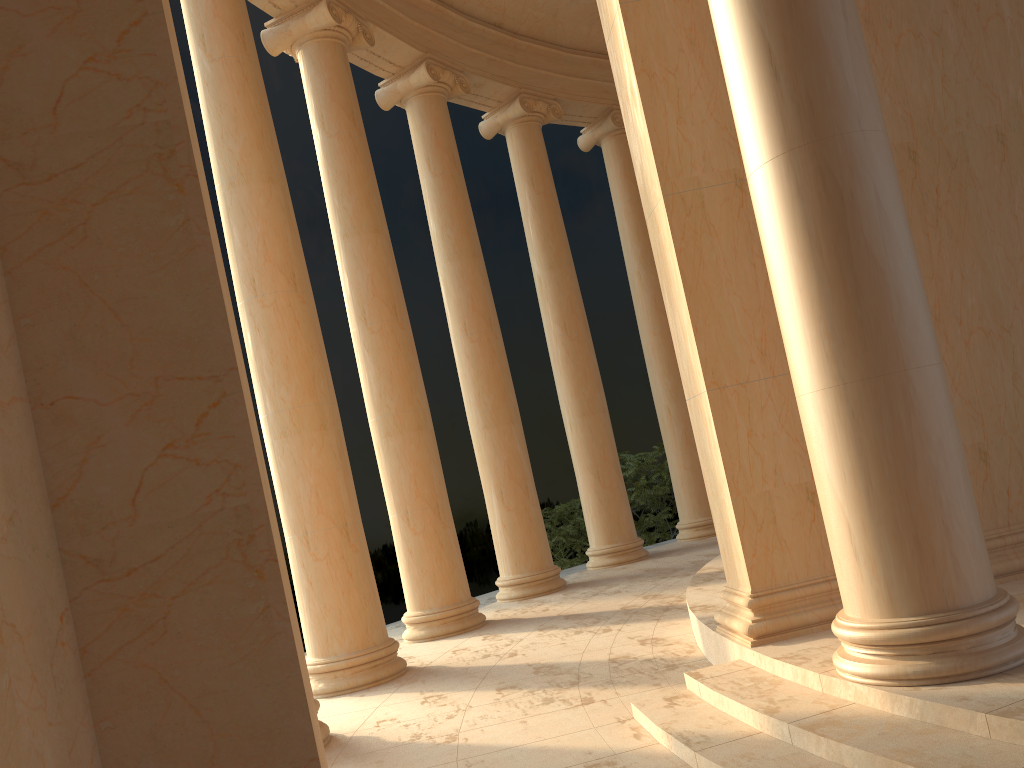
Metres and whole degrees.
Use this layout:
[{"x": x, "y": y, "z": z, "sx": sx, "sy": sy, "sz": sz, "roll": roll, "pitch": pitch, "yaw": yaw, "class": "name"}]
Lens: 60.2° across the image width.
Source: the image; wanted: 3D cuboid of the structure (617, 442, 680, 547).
[{"x": 271.965, "y": 253.715, "z": 1598.173, "sx": 247.015, "sy": 298.522, "sz": 238.717, "roll": -12, "pitch": -4, "yaw": -2, "class": "structure"}]

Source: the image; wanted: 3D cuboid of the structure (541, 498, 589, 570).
[{"x": 89.282, "y": 296.143, "z": 1512.892, "sx": 149.622, "sy": 187.718, "sz": 155.870, "roll": -13, "pitch": -4, "yaw": 7, "class": "structure"}]
